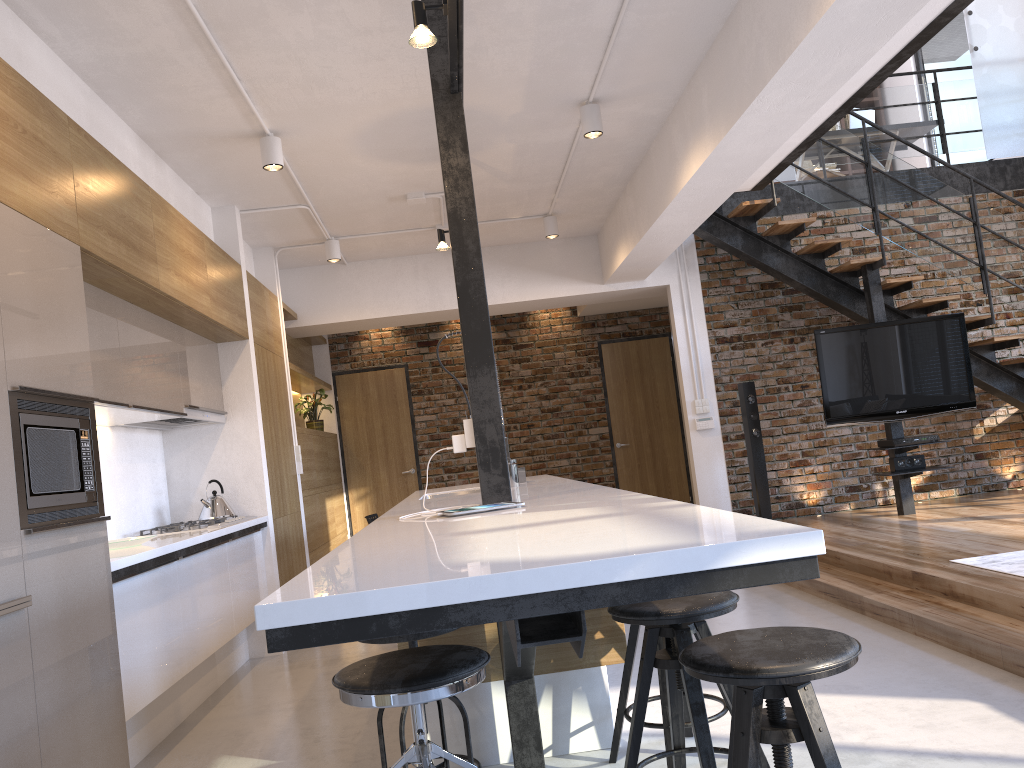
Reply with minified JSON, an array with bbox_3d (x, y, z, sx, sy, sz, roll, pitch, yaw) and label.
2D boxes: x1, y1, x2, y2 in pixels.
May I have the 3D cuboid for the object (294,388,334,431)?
[{"bbox_3d":[-1.926,0.293,8.703,0.344,0.474,0.390,-9,-4,31],"label":"object"}]

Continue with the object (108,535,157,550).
[{"bbox_3d":[-1.742,0.712,3.941,0.310,0.034,0.310,-8,-4,10],"label":"object"}]

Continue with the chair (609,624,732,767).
[{"bbox_3d":[0.523,0.927,2.937,0.366,0.629,0.367,-5,-4,-29],"label":"chair"}]

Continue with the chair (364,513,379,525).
[{"bbox_3d":[-0.671,1.230,5.888,0.540,0.768,0.520,-7,-4,-4],"label":"chair"}]

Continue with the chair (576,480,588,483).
[{"bbox_3d":[0.404,1.205,7.321,0.540,0.768,0.520,-7,-4,-9],"label":"chair"}]

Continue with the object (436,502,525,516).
[{"bbox_3d":[-0.098,0.383,2.707,0.240,0.013,0.188,-6,-5,-19],"label":"object"}]

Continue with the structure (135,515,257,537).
[{"bbox_3d":[-1.822,0.830,5.136,0.496,0.063,0.859,-7,-4,-4],"label":"structure"}]

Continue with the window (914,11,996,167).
[{"bbox_3d":[3.728,-1.820,4.860,5.662,5.562,13.412,-7,-4,-4],"label":"window"}]

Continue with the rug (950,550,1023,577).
[{"bbox_3d":[3.435,0.755,4.006,2.113,0.003,1.638,-7,-4,-4],"label":"rug"}]

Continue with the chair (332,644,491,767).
[{"bbox_3d":[-0.188,0.938,1.978,0.358,0.635,0.356,-10,-5,41],"label":"chair"}]

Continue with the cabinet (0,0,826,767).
[{"bbox_3d":[-0.931,0.112,4.664,2.473,2.869,9.125,-7,-4,-4],"label":"cabinet"}]

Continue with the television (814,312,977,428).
[{"bbox_3d":[2.971,-0.096,6.917,1.207,0.782,0.136,-7,-3,-3],"label":"television"}]

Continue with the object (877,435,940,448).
[{"bbox_3d":[3.053,0.442,6.831,0.360,0.058,0.275,-7,-4,-4],"label":"object"}]

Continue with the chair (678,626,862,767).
[{"bbox_3d":[0.552,0.834,1.770,0.367,0.629,0.367,-8,-4,11],"label":"chair"}]

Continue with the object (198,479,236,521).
[{"bbox_3d":[-1.804,0.696,5.386,0.222,0.234,0.222,-6,-4,-14],"label":"object"}]

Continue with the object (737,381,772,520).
[{"bbox_3d":[2.026,0.584,7.366,0.271,1.205,0.271,-6,-4,-14],"label":"object"}]

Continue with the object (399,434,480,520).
[{"bbox_3d":[-0.262,0.298,2.887,0.214,0.246,0.417,-8,-4,17],"label":"object"}]

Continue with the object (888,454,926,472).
[{"bbox_3d":[3.076,0.617,6.900,0.247,0.112,0.089,-7,-4,-4],"label":"object"}]

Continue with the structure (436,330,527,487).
[{"bbox_3d":[-0.051,0.113,4.544,0.393,0.812,0.507,-10,-5,36],"label":"structure"}]

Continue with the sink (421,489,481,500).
[{"bbox_3d":[-0.240,0.652,4.446,0.406,0.203,0.707,-7,-4,-4],"label":"sink"}]

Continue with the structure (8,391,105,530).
[{"bbox_3d":[-1.625,0.264,2.798,0.396,0.396,0.597,-7,-4,-4],"label":"structure"}]

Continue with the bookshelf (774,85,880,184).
[{"bbox_3d":[3.471,-2.811,11.389,2.716,2.279,0.307,-7,-3,-4],"label":"bookshelf"}]

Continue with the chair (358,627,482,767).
[{"bbox_3d":[-0.269,0.999,2.641,0.357,0.635,0.358,-5,-4,-25],"label":"chair"}]

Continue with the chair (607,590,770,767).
[{"bbox_3d":[0.474,0.891,2.391,0.366,0.629,0.365,-10,-5,41],"label":"chair"}]
